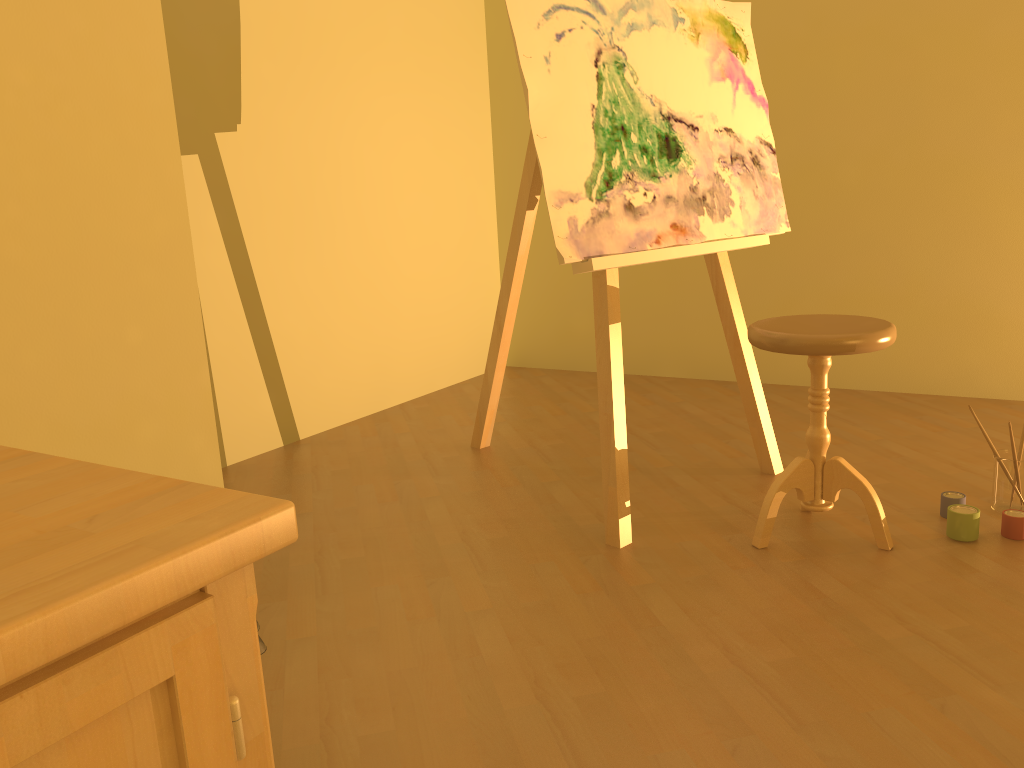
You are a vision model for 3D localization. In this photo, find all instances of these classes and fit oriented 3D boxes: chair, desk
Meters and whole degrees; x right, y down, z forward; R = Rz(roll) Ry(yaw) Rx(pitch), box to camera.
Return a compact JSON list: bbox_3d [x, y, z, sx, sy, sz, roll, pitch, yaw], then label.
[{"bbox_3d":[0.779,0.121,2.236,0.364,0.551,0.348,8,17,43],"label":"chair"},{"bbox_3d":[-0.775,0.552,0.270,0.684,0.720,1.396,5,15,32],"label":"desk"}]

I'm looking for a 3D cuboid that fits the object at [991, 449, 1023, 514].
[{"bbox_3d":[1.336,0.264,2.360,0.106,0.157,0.106,-2,12,4],"label":"object"}]

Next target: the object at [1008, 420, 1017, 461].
[{"bbox_3d":[1.315,0.210,2.315,0.010,0.278,0.172,9,17,44],"label":"object"}]

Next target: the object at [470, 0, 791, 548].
[{"bbox_3d":[0.224,-0.540,2.527,1.132,1.896,0.972,0,13,15],"label":"object"}]

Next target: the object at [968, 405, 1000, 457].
[{"bbox_3d":[1.295,0.198,2.359,0.159,0.286,0.010,3,14,27],"label":"object"}]

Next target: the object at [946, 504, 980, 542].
[{"bbox_3d":[1.130,0.348,2.221,0.073,0.073,0.073,6,15,36],"label":"object"}]

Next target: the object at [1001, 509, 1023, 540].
[{"bbox_3d":[1.255,0.351,2.211,0.060,0.060,0.060,0,13,14],"label":"object"}]

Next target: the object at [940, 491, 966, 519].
[{"bbox_3d":[1.172,0.323,2.358,0.060,0.060,0.060,1,13,17],"label":"object"}]

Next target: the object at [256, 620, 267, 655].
[{"bbox_3d":[-0.438,0.437,1.140,0.248,0.535,0.255,-8,13,-22],"label":"object"}]

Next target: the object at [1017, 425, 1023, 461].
[{"bbox_3d":[1.364,0.175,2.376,0.069,0.319,0.010,-10,14,-30],"label":"object"}]
